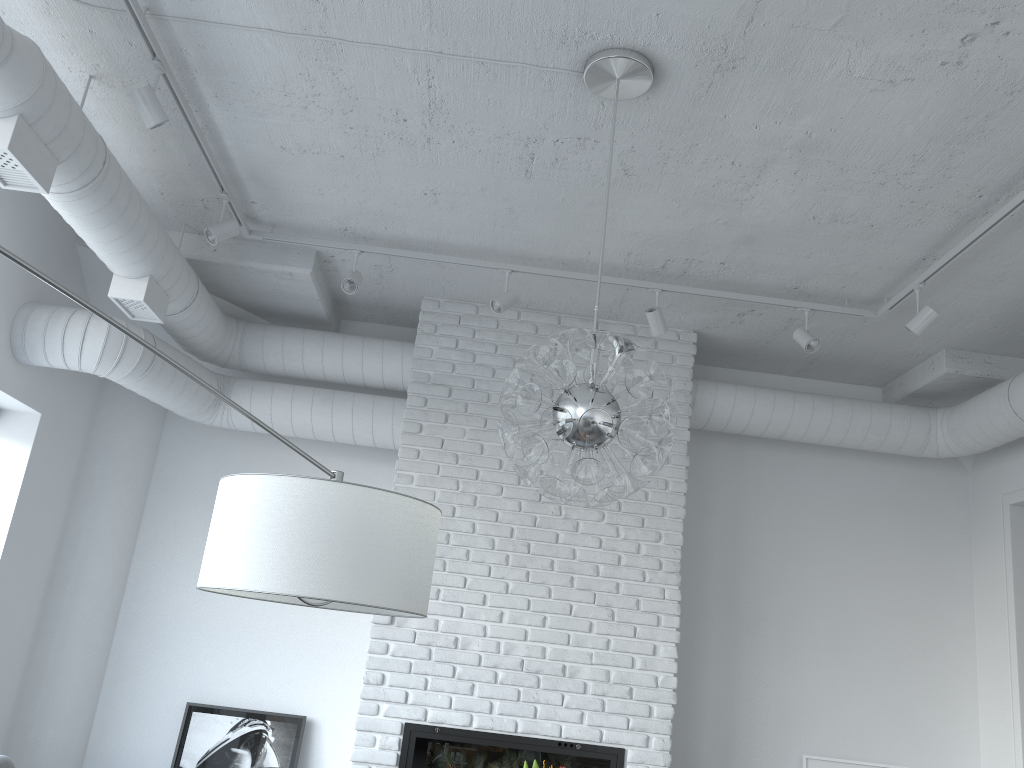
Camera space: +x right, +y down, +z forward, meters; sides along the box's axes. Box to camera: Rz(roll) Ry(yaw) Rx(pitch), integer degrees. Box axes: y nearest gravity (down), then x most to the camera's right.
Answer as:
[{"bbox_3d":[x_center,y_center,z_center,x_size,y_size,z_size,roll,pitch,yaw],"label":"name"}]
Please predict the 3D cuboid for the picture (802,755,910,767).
[{"bbox_3d":[1.973,2.621,5.041,0.637,0.884,0.093,7,-17,-1],"label":"picture"}]

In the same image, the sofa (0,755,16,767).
[{"bbox_3d":[-1.411,1.328,1.882,0.991,0.684,2.541,7,-17,-1],"label":"sofa"}]

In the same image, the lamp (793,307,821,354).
[{"bbox_3d":[1.537,-0.291,4.633,0.093,0.285,0.154,14,-19,-22],"label":"lamp"}]

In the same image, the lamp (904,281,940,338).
[{"bbox_3d":[1.955,-0.364,4.239,0.154,0.285,0.104,-7,-22,37],"label":"lamp"}]

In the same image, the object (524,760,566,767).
[{"bbox_3d":[0.119,1.301,2.353,0.284,0.558,0.275,21,-22,-37],"label":"object"}]

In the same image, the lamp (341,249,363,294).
[{"bbox_3d":[-0.820,-0.589,4.588,0.095,0.285,0.154,8,-17,-3],"label":"lamp"}]

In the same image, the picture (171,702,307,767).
[{"bbox_3d":[-1.559,2.214,4.914,0.686,0.775,0.130,7,-17,-1],"label":"picture"}]

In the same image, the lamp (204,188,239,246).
[{"bbox_3d":[-1.357,-0.778,4.192,0.154,0.285,0.087,22,-23,-40],"label":"lamp"}]

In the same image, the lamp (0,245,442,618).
[{"bbox_3d":[-0.860,0.518,0.870,0.432,1.738,2.162,-4,-20,31],"label":"lamp"}]

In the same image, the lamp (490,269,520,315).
[{"bbox_3d":[-0.030,-0.488,4.606,0.154,0.285,0.090,18,-20,-31],"label":"lamp"}]

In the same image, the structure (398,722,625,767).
[{"bbox_3d":[-0.027,2.191,4.820,1.168,0.578,0.675,7,-17,-1],"label":"structure"}]

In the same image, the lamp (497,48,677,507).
[{"bbox_3d":[0.288,-0.371,2.902,0.552,1.546,0.552,11,-18,-13],"label":"lamp"}]

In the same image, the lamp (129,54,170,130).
[{"bbox_3d":[-1.312,-1.069,3.248,0.087,0.285,0.154,-9,-23,41],"label":"lamp"}]

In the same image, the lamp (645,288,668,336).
[{"bbox_3d":[0.751,-0.389,4.621,0.097,0.285,0.154,-7,-22,37],"label":"lamp"}]
